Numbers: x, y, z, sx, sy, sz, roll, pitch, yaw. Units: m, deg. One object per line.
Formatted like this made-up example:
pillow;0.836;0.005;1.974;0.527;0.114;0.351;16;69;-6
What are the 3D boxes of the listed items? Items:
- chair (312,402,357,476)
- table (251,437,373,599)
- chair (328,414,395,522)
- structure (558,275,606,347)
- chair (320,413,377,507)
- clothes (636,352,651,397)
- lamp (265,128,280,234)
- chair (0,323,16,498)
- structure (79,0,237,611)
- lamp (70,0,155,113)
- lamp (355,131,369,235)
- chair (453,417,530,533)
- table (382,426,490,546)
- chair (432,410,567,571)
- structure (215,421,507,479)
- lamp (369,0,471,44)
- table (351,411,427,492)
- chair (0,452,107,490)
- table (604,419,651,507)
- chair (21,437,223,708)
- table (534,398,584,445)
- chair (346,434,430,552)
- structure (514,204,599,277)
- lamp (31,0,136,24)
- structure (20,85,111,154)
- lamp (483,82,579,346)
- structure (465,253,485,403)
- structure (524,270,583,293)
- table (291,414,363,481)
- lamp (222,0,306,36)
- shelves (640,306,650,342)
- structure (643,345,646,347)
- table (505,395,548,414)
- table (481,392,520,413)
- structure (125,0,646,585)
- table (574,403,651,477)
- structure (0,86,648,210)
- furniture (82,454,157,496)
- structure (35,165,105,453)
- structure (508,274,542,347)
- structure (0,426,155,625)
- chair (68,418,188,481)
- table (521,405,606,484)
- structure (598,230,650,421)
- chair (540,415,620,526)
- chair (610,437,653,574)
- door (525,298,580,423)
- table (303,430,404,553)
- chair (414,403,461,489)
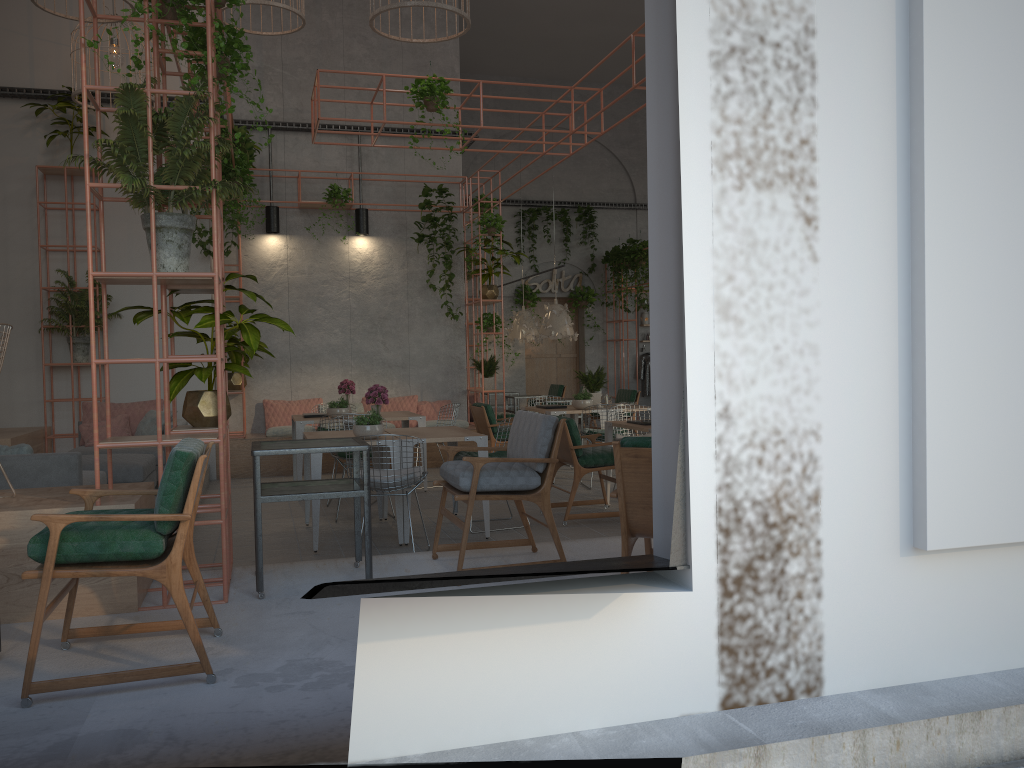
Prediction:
chair;-2.173;0.713;10.963;0.565;0.941;0.717;-2;2;-15
table;-1.146;0.735;5.045;0.635;0.798;0.602;-2;2;-16
chair;-1.421;0.772;8.334;0.565;0.941;0.717;-2;2;-15
structure;1.449;-1.561;19.026;0.950;1.527;0.921;-2;2;-17
chair;-1.655;0.753;9.181;0.565;0.941;0.717;-1;2;0
clothes;3.043;-0.189;19.302;0.625;0.997;0.366;-2;2;-36
lamp;-3.269;-2.771;12.050;0.179;1.425;0.185;-2;2;-16
chair;-2.972;0.164;4.566;0.717;0.941;0.565;-1;2;-7
structure;-1.788;-0.643;4.608;0.748;3.623;0.722;-2;2;-16
lamp;-4.434;-4.864;9.804;0.883;3.476;0.883;0;2;37
lamp;-2.108;-2.804;12.382;0.179;1.425;0.185;-2;2;-16
chair;-0.202;0.765;7.721;0.717;0.941;0.565;-2;2;-20
table;-0.681;0.823;7.566;0.694;0.830;1.214;-2;2;-16
chair;-0.088;0.642;5.337;0.685;0.929;0.722;-2;2;-16
structure;-2.448;0.839;14.644;4.386;0.500;5.831;-2;2;-16
lamp;-0.839;-4.878;7.721;0.883;3.476;0.883;0;2;37
table;-1.431;0.764;10.196;0.694;0.830;1.214;-2;2;-16
chair;-3.657;0.759;6.572;1.056;0.586;1.127;-2;2;-16
table;1.397;0.779;8.105;0.694;0.830;1.205;-2;2;-16
chair;-1.592;0.719;3.696;0.685;0.929;0.722;-2;2;-16
table;0.742;0.646;14.001;0.635;0.798;0.602;-2;2;-16
chair;-0.902;0.812;6.551;0.565;0.941;0.717;-1;2;0
structure;0.894;-3.009;18.624;1.939;1.514;0.856;-2;2;-22
lamp;-4.002;-5.245;8.171;0.883;3.476;0.883;0;2;37
structure;-5.159;-3.087;10.378;0.903;0.803;0.934;-3;2;-44
lamp;0.168;-2.724;15.636;0.704;4.052;4.456;-2;2;-16
structure;-0.931;-0.838;18.016;0.630;3.597;0.430;-2;2;-16
structure;0.877;-2.173;18.748;1.312;0.505;0.063;-2;2;-16
table;-2.100;0.783;10.000;0.694;0.830;1.205;-2;2;-16
lamp;-2.635;-5.519;9.173;0.883;3.476;0.883;0;2;37
shelves;3.079;-1.305;19.286;0.560;0.790;0.186;-2;2;-16
structure;2.888;-0.834;19.325;0.066;0.044;0.019;-2;2;-16
table;0.260;0.608;15.688;0.635;0.798;0.602;-2;2;-16
table;-0.223;0.570;17.375;0.635;0.798;0.602;-2;2;-16
structure;-2.041;-1.228;12.081;4.501;4.345;14.096;-2;2;-17
table;1.282;0.687;10.970;0.694;0.830;1.214;-2;2;-16
structure;0.629;-3.555;10.842;15.603;0.110;15.203;-2;2;-16
furniture;-3.736;0.878;7.949;0.941;0.446;0.975;-2;2;-16
structure;-5.218;-0.745;10.561;0.624;3.596;0.424;-2;2;-16
structure;0.190;-1.544;18.622;0.921;1.527;0.950;-1;2;17
structure;-4.242;0.603;6.452;3.396;1.111;9.152;-2;2;-16
chair;-4.002;0.733;9.259;1.127;0.672;1.052;-2;2;-16
table;0.614;0.706;10.775;0.694;0.830;1.205;-2;2;-16
structure;5.664;-0.843;12.639;4.157;4.247;14.689;-2;2;-16
chair;0.669;0.743;8.001;0.685;0.917;0.722;-2;2;-16
chair;0.856;0.671;3.852;0.722;0.917;0.685;0;2;24
door;0.741;-0.501;19.495;1.360;2.729;0.551;-2;2;-16
table;-1.347;0.842;7.371;0.694;0.830;1.205;-2;2;-16
chair;-0.954;0.706;10.350;0.717;0.941;0.565;-2;2;-20
